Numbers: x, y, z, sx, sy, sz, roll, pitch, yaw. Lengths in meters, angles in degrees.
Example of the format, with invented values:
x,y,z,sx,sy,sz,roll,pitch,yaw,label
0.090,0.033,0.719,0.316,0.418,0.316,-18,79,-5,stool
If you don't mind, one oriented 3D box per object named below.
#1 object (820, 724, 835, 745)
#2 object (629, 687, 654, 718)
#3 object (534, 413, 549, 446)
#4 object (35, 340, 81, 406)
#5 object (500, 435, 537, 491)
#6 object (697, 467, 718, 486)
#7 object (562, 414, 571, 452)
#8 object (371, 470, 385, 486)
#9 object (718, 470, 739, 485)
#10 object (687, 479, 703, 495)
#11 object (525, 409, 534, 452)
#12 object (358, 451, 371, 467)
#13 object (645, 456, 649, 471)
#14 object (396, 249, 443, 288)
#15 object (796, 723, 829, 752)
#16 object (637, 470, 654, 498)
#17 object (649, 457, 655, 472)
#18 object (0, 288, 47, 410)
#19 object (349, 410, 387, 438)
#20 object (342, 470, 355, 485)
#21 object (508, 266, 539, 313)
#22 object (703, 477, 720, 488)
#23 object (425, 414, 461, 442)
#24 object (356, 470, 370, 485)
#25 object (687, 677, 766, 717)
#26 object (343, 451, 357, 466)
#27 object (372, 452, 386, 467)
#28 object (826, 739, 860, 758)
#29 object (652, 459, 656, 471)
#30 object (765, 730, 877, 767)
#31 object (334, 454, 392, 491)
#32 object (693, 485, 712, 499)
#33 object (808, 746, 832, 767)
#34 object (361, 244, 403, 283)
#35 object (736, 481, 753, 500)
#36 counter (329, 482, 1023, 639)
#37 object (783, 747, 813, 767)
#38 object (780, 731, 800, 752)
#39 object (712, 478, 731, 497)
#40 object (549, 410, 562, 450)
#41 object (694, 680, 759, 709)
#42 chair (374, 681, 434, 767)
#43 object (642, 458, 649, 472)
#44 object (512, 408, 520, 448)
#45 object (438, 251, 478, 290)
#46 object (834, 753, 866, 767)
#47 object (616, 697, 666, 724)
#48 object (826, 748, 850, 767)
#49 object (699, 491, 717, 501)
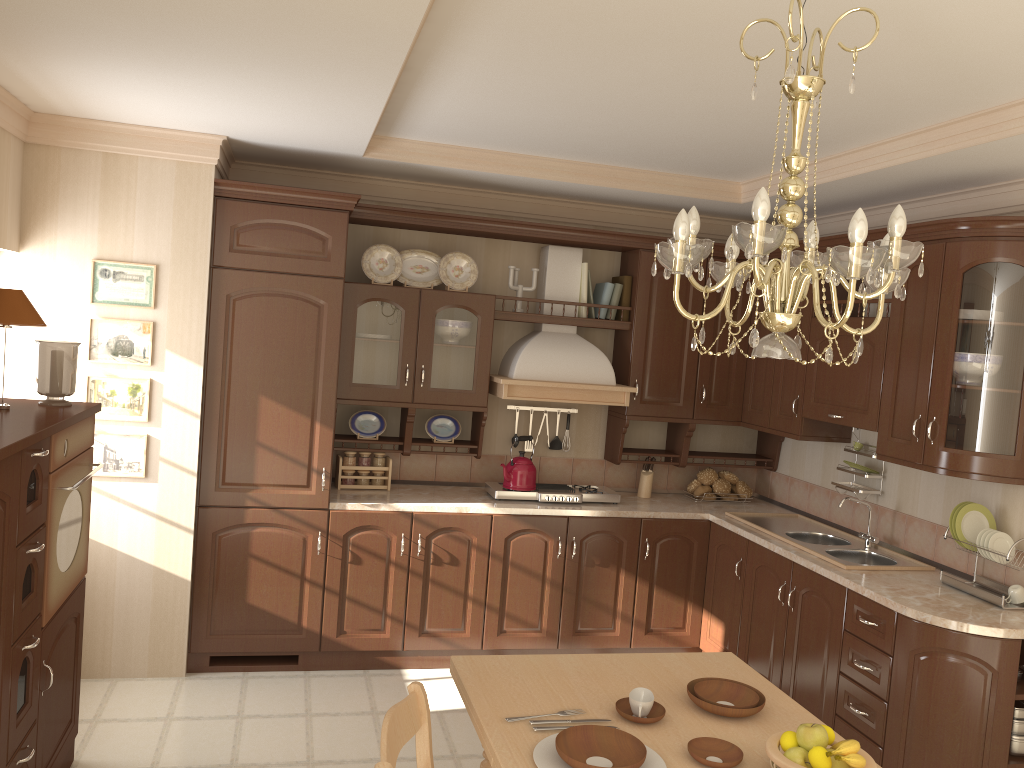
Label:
x,y,z,sx,sy,sz,roll,pitch,yaw,label
0.706,0.797,2.014,0.054,0.046,0.047,6,4,27,object
0.325,0.816,2.241,0.063,0.055,0.119,5,3,15,object
0.180,0.265,5.104,0.089,0.195,0.005,4,3,-14,object
-1.589,-0.039,3.095,0.144,0.220,0.144,3,4,-31,object
0.047,0.418,4.740,0.181,0.282,0.227,5,3,9,object
1.147,0.543,5.200,0.118,0.105,0.100,3,3,-19,object
0.321,0.283,5.140,0.049,0.219,0.049,2,4,-37,object
-0.720,0.503,4.759,0.068,0.088,0.068,5,3,2,object
1.278,0.552,5.251,0.112,0.078,0.125,3,3,-20,object
1.084,0.608,5.235,0.092,0.109,0.123,8,5,43,object
0.105,0.266,5.086,0.051,0.245,0.003,4,3,-14,object
-0.786,0.399,4.728,0.068,0.088,0.068,5,3,2,object
0.786,0.517,5.194,0.027,0.191,0.052,6,4,31,object
-0.497,-0.622,4.760,0.342,0.209,0.073,4,3,-13,object
0.669,0.789,1.976,0.068,0.061,0.069,5,3,2,object
0.785,0.580,5.173,0.078,0.148,0.151,6,4,23,object
0.805,0.525,5.167,0.053,0.198,0.027,3,4,-30,object
-1.634,-0.113,2.859,0.237,0.388,0.235,4,3,-2,object
-0.774,0.214,4.760,0.202,0.143,0.071,4,3,-16,object
-0.868,0.494,4.709,0.068,0.088,0.068,5,3,2,object
0.030,-0.517,4.871,0.174,0.248,0.163,7,4,38,object
1.187,0.585,5.268,0.110,0.092,0.113,7,4,38,object
-0.376,0.240,4.858,0.202,0.143,0.071,4,3,-16,object
-0.794,0.499,4.734,0.068,0.088,0.068,5,3,2,object
0.565,0.838,2.349,0.204,0.042,0.204,6,4,25,object
-0.860,0.394,4.703,0.068,0.088,0.068,5,3,2,object
-0.712,0.403,4.753,0.068,0.088,0.068,5,3,2,object
0.726,0.805,1.943,0.066,0.085,0.184,6,4,24,object
0.817,0.514,5.202,0.050,0.159,0.022,1,5,-45,object
0.681,0.853,1.969,0.235,0.068,0.235,7,4,33,object
-0.794,0.471,4.733,0.276,0.170,0.140,3,3,-19,object
1.112,0.632,5.172,0.104,0.092,0.114,7,4,33,object
0.665,0.811,1.915,0.045,0.053,0.051,3,4,-26,object
-0.681,-0.632,4.656,0.220,0.210,0.068,4,3,-16,object
1.361,0.623,5.210,0.097,0.106,0.117,6,4,31,object
0.526,0.718,4.009,2.603,0.034,2.422,4,3,-14,counter
0.630,0.838,1.951,0.074,0.076,0.072,2,4,-39,object
0.630,0.811,2.006,0.045,0.047,0.055,6,3,18,object
1.223,0.602,5.174,0.110,0.102,0.115,5,3,15,object
0.260,0.267,5.137,0.088,0.236,0.028,4,3,-14,object
0.566,0.834,2.348,0.168,0.034,0.168,4,3,-3,object
-0.061,1.185,2.013,0.517,0.846,0.462,5,3,3,chair
0.768,0.527,5.170,0.053,0.198,0.027,3,4,-30,object
0.026,0.249,5.063,0.048,0.231,0.015,4,3,-13,object
-0.288,-0.607,4.755,0.220,0.210,0.068,4,3,-16,object
0.734,0.825,1.926,0.064,0.094,0.176,6,4,23,object
0.325,0.832,2.248,0.126,0.026,0.127,5,3,13,object
0.704,0.844,1.953,0.077,0.065,0.076,2,4,-38,object
1.144,0.652,5.203,0.119,0.058,0.114,7,4,41,object
